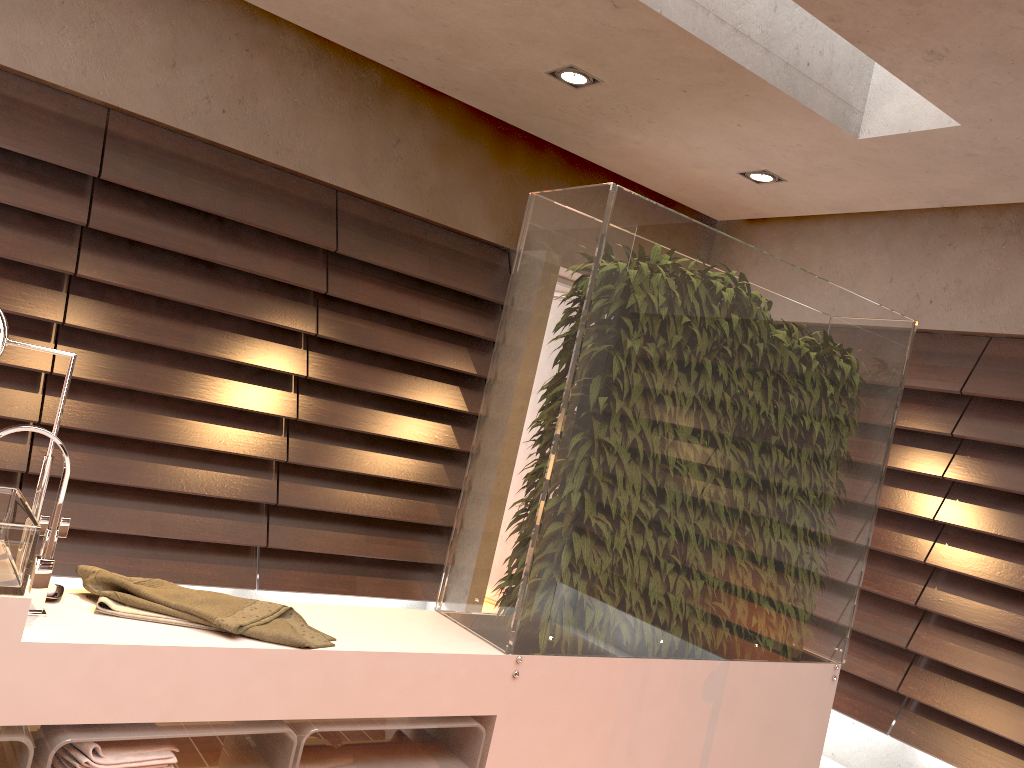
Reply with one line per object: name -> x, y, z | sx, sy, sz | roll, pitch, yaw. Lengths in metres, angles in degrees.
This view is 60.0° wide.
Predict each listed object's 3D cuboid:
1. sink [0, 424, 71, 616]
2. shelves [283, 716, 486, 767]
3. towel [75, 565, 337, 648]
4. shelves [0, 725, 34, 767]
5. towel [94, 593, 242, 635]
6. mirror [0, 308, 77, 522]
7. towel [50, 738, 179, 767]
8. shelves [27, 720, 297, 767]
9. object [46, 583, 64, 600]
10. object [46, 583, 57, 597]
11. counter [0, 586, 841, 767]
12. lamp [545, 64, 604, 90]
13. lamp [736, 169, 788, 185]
sink -> -1.063, 0.226, 1.607 | 0.486, 0.357, 0.340 | 14, -2, -35
shelves -> -0.403, 0.979, 2.177 | 0.487, 0.436, 0.368 | 14, -2, -35
towel -> -0.659, 0.483, 1.964 | 0.571, 0.057, 0.258 | 13, -2, 6
shelves -> -1.198, 0.779, 1.596 | 0.487, 0.436, 0.368 | 14, -2, -35
towel -> -0.689, 0.492, 1.940 | 0.394, 0.027, 0.202 | 13, -2, -15
mirror -> -1.095, 0.106, 1.785 | 0.316, 0.589, 0.074 | 14, -2, -33
towel -> -0.802, 0.724, 1.767 | 0.220, 0.098, 0.221 | 11, -2, 43
shelves -> -0.782, 0.882, 1.862 | 0.487, 0.436, 0.368 | 14, -2, -37
object -> -0.967, 0.433, 1.841 | 0.065, 0.011, 0.108 | 14, -2, -22
object -> -0.966, 0.426, 1.841 | 0.035, 0.016, 0.066 | 14, -2, -24
counter -> -0.200, 0.900, 2.296 | 2.931, 0.686, 0.350 | 14, -2, -35
lamp -> 0.244, -1.199, 3.408 | 0.165, 0.051, 0.170 | 14, -2, -35
lamp -> 1.151, -0.971, 4.071 | 0.165, 0.051, 0.170 | 14, -2, -35
